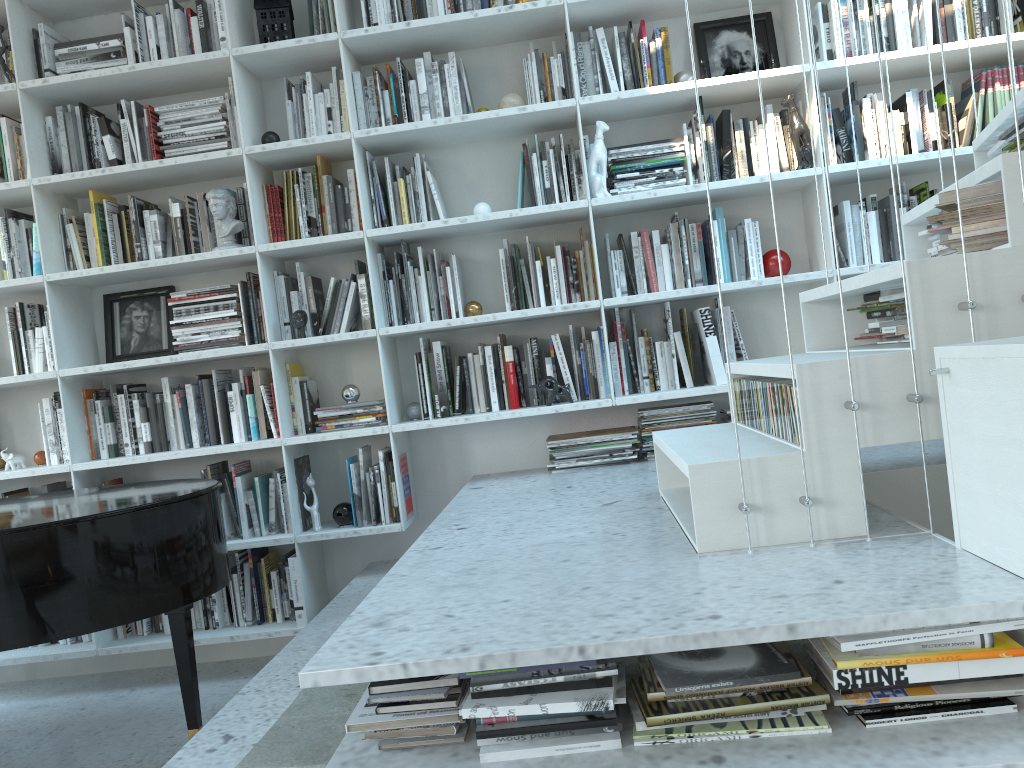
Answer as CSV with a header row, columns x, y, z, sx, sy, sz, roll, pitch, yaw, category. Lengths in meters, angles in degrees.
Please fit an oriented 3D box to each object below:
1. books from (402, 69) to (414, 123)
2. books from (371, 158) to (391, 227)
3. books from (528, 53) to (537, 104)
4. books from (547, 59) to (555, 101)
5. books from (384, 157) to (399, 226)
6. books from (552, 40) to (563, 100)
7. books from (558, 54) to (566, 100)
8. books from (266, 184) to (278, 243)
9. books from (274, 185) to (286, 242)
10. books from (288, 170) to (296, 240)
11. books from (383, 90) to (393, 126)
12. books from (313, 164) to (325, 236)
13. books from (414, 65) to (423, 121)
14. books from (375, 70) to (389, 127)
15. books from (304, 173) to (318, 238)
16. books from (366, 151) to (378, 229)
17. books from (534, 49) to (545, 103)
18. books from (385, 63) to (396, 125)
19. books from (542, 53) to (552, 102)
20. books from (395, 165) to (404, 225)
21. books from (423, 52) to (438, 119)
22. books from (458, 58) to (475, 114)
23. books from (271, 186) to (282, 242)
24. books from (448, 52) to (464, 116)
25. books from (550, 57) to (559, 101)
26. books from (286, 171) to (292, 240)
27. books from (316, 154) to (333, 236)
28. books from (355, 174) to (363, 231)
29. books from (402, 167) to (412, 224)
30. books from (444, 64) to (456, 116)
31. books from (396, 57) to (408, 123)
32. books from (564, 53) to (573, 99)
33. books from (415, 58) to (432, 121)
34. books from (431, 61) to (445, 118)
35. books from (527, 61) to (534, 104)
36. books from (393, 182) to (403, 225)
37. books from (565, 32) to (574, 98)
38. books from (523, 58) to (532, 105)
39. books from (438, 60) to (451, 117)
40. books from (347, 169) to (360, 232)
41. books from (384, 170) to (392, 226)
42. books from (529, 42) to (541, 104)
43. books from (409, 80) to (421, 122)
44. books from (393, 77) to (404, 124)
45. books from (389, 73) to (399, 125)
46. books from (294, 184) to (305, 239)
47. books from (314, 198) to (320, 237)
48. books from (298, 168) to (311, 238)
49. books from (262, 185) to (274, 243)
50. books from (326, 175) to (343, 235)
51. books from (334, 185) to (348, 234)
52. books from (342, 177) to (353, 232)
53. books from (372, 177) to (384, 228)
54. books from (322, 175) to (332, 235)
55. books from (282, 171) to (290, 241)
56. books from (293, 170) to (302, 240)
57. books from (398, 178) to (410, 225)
x,y,z,sx,sy,sz,roll,pitch,yaw,category
-0.390,-1.085,3.466,0.022,0.237,0.164,-7,1,4,books
-0.499,-0.726,3.490,0.035,0.288,0.191,-7,2,4,books
0.085,-1.142,3.445,0.012,0.232,0.154,-7,2,4,books
0.157,-1.138,3.446,0.012,0.206,0.137,-7,2,4,books
-0.455,-0.727,3.471,0.013,0.279,0.191,-7,1,4,books
0.179,-1.165,3.422,0.016,0.257,0.175,-7,1,4,books
0.196,-1.141,3.421,0.013,0.204,0.173,-7,1,4,books
-0.933,-0.656,3.543,0.015,0.255,0.150,-7,2,4,books
-0.900,-0.656,3.551,0.013,0.247,0.176,-7,1,4,books
-0.851,-0.685,3.515,0.035,0.293,0.145,-7,2,4,books
-0.473,-1.046,3.489,0.021,0.179,0.136,-7,1,4,books
-0.739,-0.699,3.496,0.019,0.293,0.182,-7,2,4,books
-0.349,-1.100,3.478,0.011,0.257,0.131,-7,2,4,books
-0.495,-1.077,3.477,0.014,0.248,0.176,-7,1,4,books
-0.780,-0.686,3.536,0.035,0.278,0.139,-7,2,4,books
-0.532,-0.737,3.487,0.006,0.319,0.164,-7,2,4,books
0.113,-1.151,3.442,0.016,0.244,0.151,-7,2,4,books
-0.461,-1.100,3.502,0.014,0.284,0.135,-7,2,4,books
0.141,-1.147,3.442,0.016,0.228,0.160,-7,1,4,books
-0.424,-0.719,3.498,0.013,0.256,0.144,-7,2,4,books
-0.302,-1.125,3.475,0.027,0.295,0.159,-7,2,4,books
-0.167,-1.121,3.468,0.034,0.254,0.161,-7,2,4,books
-0.916,-0.653,3.540,0.014,0.244,0.145,-7,2,4,books
-0.208,-1.125,3.447,0.024,0.272,0.169,-7,2,4,books
0.169,-1.137,3.434,0.013,0.202,0.173,-7,1,4,books
-0.862,-0.684,3.531,0.035,0.293,0.145,-7,2,4,books
-0.728,-0.723,3.513,0.021,0.338,0.169,-7,2,4,books
-0.588,-0.695,3.520,0.019,0.248,0.149,-7,2,4,books
-0.396,-0.716,3.491,0.008,0.242,0.169,-7,1,4,books
-0.227,-1.103,3.461,0.021,0.232,0.183,-7,1,4,books
-0.411,-1.104,3.461,0.014,0.280,0.177,-7,2,4,books
0.221,-1.145,3.423,0.012,0.206,0.169,-7,1,4,books
-0.331,-1.105,3.452,0.030,0.263,0.182,-7,1,4,books
-0.275,-1.103,3.459,0.025,0.245,0.183,-7,1,4,books
0.079,-1.127,3.448,0.005,0.205,0.153,-7,1,4,books
-0.434,-0.686,3.494,0.014,0.192,0.146,-7,1,4,books
0.224,-1.182,3.414,0.005,0.278,0.182,-7,2,4,books
0.068,-1.134,3.453,0.015,0.220,0.140,-7,2,4,books
-0.250,-1.115,3.476,0.024,0.262,0.133,-7,2,4,books
-0.609,-0.701,3.506,0.032,0.266,0.143,-7,2,4,books
-0.473,-0.708,3.508,0.007,0.244,0.145,-7,2,4,books
0.095,-1.161,3.432,0.015,0.267,0.164,-7,2,4,books
-0.364,-1.067,3.474,0.025,0.194,0.171,-7,1,4,books
-0.426,-1.070,3.483,0.026,0.216,0.161,-7,1,4,books
-0.446,-1.078,3.482,0.013,0.236,0.157,-7,2,4,books
-0.814,-0.659,3.520,0.015,0.232,0.180,-7,1,4,books
-0.748,-0.641,3.538,0.030,0.181,0.131,-7,1,4,books
-0.802,-0.692,3.514,0.019,0.294,0.163,-7,2,4,books
-0.949,-0.654,3.542,0.014,0.254,0.161,-7,2,4,books
-0.682,-0.680,3.490,0.027,0.242,0.188,-7,1,4,books
-0.655,-0.664,3.496,0.034,0.204,0.181,-7,1,4,books
-0.630,-0.685,3.513,0.028,0.239,0.145,-7,2,4,books
-0.514,-0.690,3.502,0.015,0.220,0.154,-7,1,4,books
-0.704,-0.683,3.516,0.033,0.253,0.174,-7,1,4,books
-0.876,-0.682,3.521,0.035,0.293,0.145,-7,2,4,books
-0.837,-0.687,3.529,0.035,0.293,0.145,-7,2,4,books
-0.407,-0.689,3.467,0.017,0.192,0.191,-7,1,4,books
